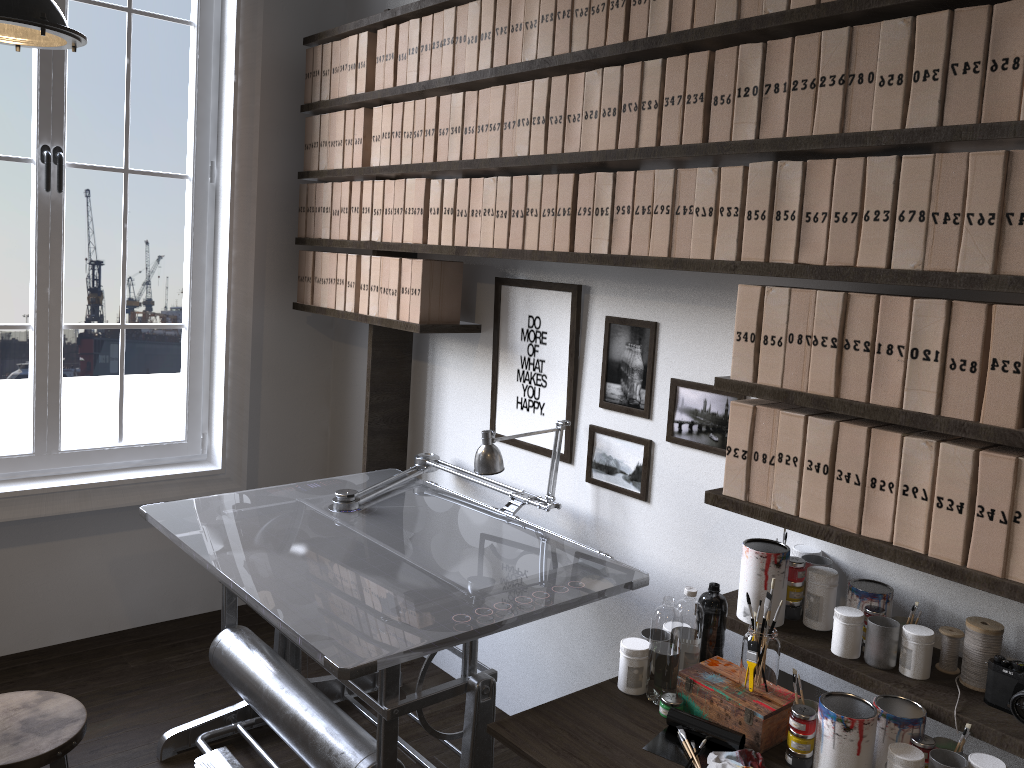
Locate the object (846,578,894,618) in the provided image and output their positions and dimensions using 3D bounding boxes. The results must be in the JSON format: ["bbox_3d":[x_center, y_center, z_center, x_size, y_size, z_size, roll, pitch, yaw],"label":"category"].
[{"bbox_3d":[0.795,0.512,1.975,0.094,0.127,0.095,2,6,-10],"label":"object"}]

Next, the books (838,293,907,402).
[{"bbox_3d":[0.777,-0.078,1.879,0.174,0.224,0.067,-2,8,-40],"label":"books"}]

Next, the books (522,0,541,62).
[{"bbox_3d":[0.122,-1.056,2.639,0.174,0.224,0.067,-2,8,-40],"label":"books"}]

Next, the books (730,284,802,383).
[{"bbox_3d":[0.601,-0.118,2.081,0.174,0.225,0.067,-2,8,-40],"label":"books"}]

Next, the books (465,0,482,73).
[{"bbox_3d":[-0.058,-1.099,2.854,0.174,0.224,0.067,-2,8,-40],"label":"books"}]

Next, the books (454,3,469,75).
[{"bbox_3d":[-0.097,-1.108,2.903,0.174,0.224,0.067,-2,8,-40],"label":"books"}]

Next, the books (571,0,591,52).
[{"bbox_3d":[0.256,-1.025,2.482,0.174,0.224,0.067,-2,8,-40],"label":"books"}]

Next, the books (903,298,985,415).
[{"bbox_3d":[0.864,-0.056,1.768,0.174,0.224,0.067,-2,8,-40],"label":"books"}]

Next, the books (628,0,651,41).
[{"bbox_3d":[0.395,-0.993,2.320,0.174,0.224,0.067,-2,8,-40],"label":"books"}]

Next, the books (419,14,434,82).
[{"bbox_3d":[-0.227,-1.139,3.060,0.174,0.224,0.067,-2,8,-40],"label":"books"}]

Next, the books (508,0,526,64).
[{"bbox_3d":[0.081,-1.067,2.695,0.174,0.224,0.067,-2,8,-40],"label":"books"}]

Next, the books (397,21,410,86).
[{"bbox_3d":[-0.318,-1.161,3.169,0.174,0.224,0.067,-2,8,-40],"label":"books"}]

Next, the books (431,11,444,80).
[{"bbox_3d":[-0.182,-1.129,3.006,0.174,0.224,0.067,-2,8,-40],"label":"books"}]

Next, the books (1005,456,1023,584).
[{"bbox_3d":[0.987,0.244,1.630,0.174,0.224,0.067,-2,8,-40],"label":"books"}]

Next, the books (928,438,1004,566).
[{"bbox_3d":[0.897,0.224,1.730,0.174,0.224,0.067,-2,8,-40],"label":"books"}]

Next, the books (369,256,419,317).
[{"bbox_3d":[-0.440,-0.363,3.324,0.174,0.224,0.067,-2,8,-40],"label":"books"}]

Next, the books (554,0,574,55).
[{"bbox_3d":[0.212,-1.034,2.527,0.174,0.225,0.067,-2,8,-40],"label":"books"}]

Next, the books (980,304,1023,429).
[{"bbox_3d":[0.957,-0.034,1.656,0.174,0.225,0.067,-2,8,-40],"label":"books"}]

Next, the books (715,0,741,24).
[{"bbox_3d":[0.569,-0.951,2.102,0.174,0.225,0.067,-2,8,-40],"label":"books"}]

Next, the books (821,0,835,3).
[{"bbox_3d":[0.747,-0.910,1.898,0.174,0.224,0.067,-2,8,-40],"label":"books"}]

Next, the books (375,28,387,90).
[{"bbox_3d":[-0.413,-1.183,3.282,0.174,0.224,0.067,-2,8,-40],"label":"books"}]

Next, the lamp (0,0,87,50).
[{"bbox_3d":[-1.046,-1.890,1.863,0.311,2.242,0.313,7,6,29],"label":"lamp"}]

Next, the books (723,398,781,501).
[{"bbox_3d":[0.588,0.151,2.099,0.174,0.225,0.067,-2,8,-40],"label":"books"}]

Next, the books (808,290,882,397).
[{"bbox_3d":[0.729,-0.088,1.926,0.174,0.225,0.067,-2,8,-40],"label":"books"}]

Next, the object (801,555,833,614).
[{"bbox_3d":[0.717,0.479,2.100,0.072,0.128,0.071,4,6,7],"label":"object"}]

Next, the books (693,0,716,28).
[{"bbox_3d":[0.530,-0.961,2.157,0.174,0.224,0.067,-2,8,-40],"label":"books"}]

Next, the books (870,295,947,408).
[{"bbox_3d":[0.822,-0.067,1.825,0.174,0.224,0.067,-2,8,-40],"label":"books"}]

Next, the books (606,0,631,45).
[{"bbox_3d":[0.343,-1.004,2.373,0.174,0.225,0.067,-2,8,-40],"label":"books"}]

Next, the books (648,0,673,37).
[{"bbox_3d":[0.437,-0.982,2.263,0.174,0.224,0.067,-2,8,-40],"label":"books"}]

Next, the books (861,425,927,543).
[{"bbox_3d":[0.812,0.202,1.843,0.174,0.224,0.067,-2,8,-40],"label":"books"}]

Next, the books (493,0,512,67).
[{"bbox_3d":[0.035,-1.077,2.747,0.174,0.224,0.067,-2,8,-40],"label":"books"}]

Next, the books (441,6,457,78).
[{"bbox_3d":[-0.143,-1.118,2.951,0.174,0.225,0.067,-2,8,-40],"label":"books"}]

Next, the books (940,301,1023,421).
[{"bbox_3d":[0.913,-0.046,1.717,0.174,0.224,0.067,-2,8,-40],"label":"books"}]

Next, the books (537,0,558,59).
[{"bbox_3d":[0.166,-1.045,2.582,0.174,0.224,0.067,-2,8,-40],"label":"books"}]

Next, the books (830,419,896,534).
[{"bbox_3d":[0.766,0.191,1.895,0.174,0.224,0.067,-2,8,-40],"label":"books"}]

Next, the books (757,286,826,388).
[{"bbox_3d":[0.649,-0.107,2.027,0.174,0.224,0.067,-2,8,-40],"label":"books"}]

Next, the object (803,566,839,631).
[{"bbox_3d":[0.704,0.489,2.022,0.070,0.130,0.070,3,6,-2],"label":"object"}]

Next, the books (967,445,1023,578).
[{"bbox_3d":[0.943,0.234,1.675,0.174,0.225,0.067,-2,8,-40],"label":"books"}]

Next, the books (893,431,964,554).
[{"bbox_3d":[0.853,0.212,1.788,0.174,0.224,0.067,-2,8,-40],"label":"books"}]

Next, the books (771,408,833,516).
[{"bbox_3d":[0.673,0.170,2.003,0.174,0.224,0.067,-2,8,-40],"label":"books"}]

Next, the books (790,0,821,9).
[{"bbox_3d":[0.699,-0.920,1.949,0.174,0.225,0.067,-2,8,-40],"label":"books"}]

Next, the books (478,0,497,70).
[{"bbox_3d":[-0.013,-1.088,2.798,0.174,0.225,0.067,-2,8,-40],"label":"books"}]

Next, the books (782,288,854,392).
[{"bbox_3d":[0.690,-0.098,1.980,0.174,0.224,0.067,-2,8,-40],"label":"books"}]

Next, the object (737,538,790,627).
[{"bbox_3d":[0.582,0.459,2.051,0.107,0.176,0.107,-1,8,-38],"label":"object"}]

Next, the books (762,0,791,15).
[{"bbox_3d":[0.654,-0.931,2.005,0.174,0.224,0.067,-2,8,-40],"label":"books"}]

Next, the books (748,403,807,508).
[{"bbox_3d":[0.634,0.160,2.052,0.174,0.224,0.067,-2,8,-40],"label":"books"}]

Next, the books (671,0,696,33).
[{"bbox_3d":[0.485,-0.972,2.211,0.174,0.224,0.067,-2,8,-40],"label":"books"}]

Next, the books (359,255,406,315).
[{"bbox_3d":[-0.488,-0.374,3.378,0.174,0.225,0.067,-2,8,-40],"label":"books"}]

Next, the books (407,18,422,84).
[{"bbox_3d":[-0.276,-1.150,3.111,0.174,0.224,0.067,-2,8,-40],"label":"books"}]

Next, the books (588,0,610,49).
[{"bbox_3d":[0.300,-1.015,2.433,0.174,0.224,0.067,-2,8,-40],"label":"books"}]

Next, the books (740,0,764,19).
[{"bbox_3d":[0.615,-0.941,2.054,0.174,0.224,0.067,-2,8,-40],"label":"books"}]

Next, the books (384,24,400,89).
[{"bbox_3d":[-0.370,-1.172,3.222,0.174,0.225,0.067,-2,8,-40],"label":"books"}]

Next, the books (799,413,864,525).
[{"bbox_3d":[0.718,0.181,1.946,0.174,0.225,0.067,-2,8,-40],"label":"books"}]
